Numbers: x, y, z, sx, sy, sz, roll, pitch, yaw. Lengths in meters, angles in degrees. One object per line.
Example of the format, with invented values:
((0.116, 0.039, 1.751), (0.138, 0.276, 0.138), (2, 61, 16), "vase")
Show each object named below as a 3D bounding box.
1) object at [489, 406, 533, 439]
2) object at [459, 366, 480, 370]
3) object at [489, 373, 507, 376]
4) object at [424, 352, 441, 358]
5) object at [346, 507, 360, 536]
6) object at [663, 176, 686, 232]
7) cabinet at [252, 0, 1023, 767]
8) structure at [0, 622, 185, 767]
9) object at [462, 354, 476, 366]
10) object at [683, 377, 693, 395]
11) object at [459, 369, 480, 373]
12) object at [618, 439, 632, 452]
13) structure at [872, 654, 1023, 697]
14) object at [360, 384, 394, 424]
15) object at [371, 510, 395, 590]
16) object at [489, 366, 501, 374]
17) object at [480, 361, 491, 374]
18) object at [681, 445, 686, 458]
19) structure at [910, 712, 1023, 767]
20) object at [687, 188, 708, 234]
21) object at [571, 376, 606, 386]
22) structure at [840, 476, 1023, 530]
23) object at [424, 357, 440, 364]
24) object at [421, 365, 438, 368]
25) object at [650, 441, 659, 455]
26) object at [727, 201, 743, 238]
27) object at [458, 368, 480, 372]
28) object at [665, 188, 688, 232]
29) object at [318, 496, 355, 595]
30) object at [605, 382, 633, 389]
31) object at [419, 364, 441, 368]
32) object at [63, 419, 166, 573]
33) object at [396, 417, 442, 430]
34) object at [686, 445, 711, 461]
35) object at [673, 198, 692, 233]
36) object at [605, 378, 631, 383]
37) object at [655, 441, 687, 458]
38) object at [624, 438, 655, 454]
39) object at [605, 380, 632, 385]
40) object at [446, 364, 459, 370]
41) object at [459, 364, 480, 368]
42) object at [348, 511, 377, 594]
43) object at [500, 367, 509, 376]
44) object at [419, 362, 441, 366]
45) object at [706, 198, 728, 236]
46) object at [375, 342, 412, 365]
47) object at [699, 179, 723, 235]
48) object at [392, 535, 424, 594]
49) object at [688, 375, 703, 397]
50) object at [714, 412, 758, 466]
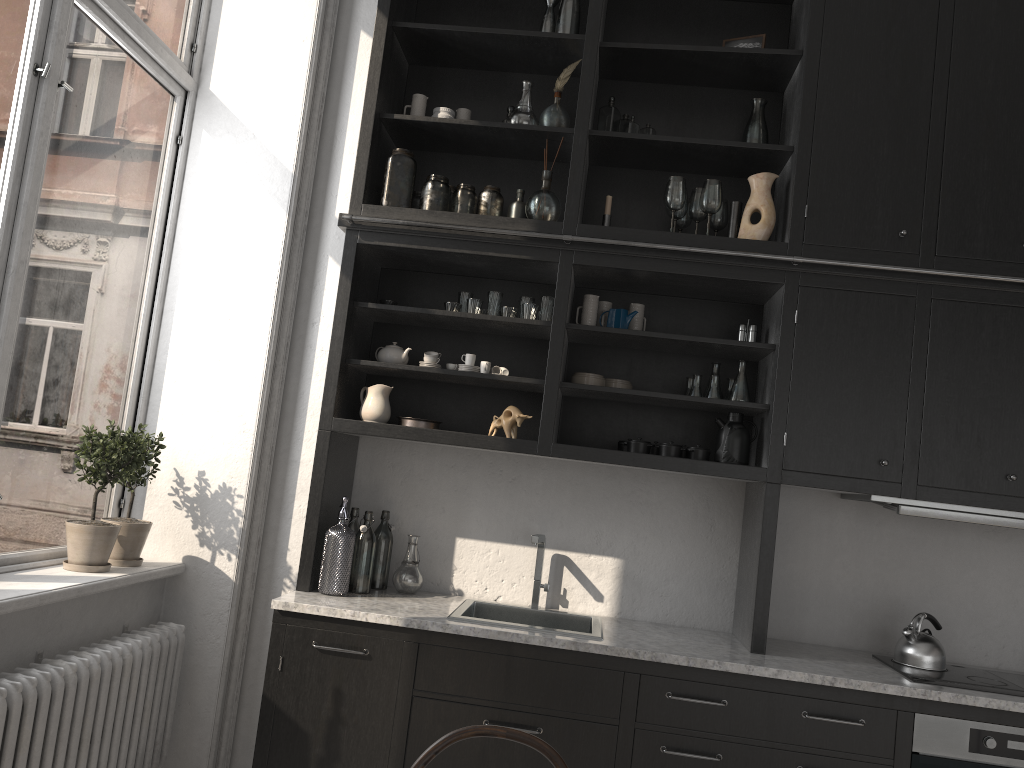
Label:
((-0.007, 0.141, 3.266), (0.173, 0.123, 0.070), (3, -7, 38), "object")
((-0.161, -0.054, 3.374), (0.085, 0.016, 0.085), (3, -7, 37), "object")
((-0.055, -0.027, 3.386), (0.085, 0.015, 0.085), (8, -6, -8), "object")
((-0.309, -0.104, 3.401), (0.058, 0.047, 0.055), (5, -6, 20), "object")
((-0.623, 0.627, 3.415), (0.086, 0.301, 0.086), (5, -6, 20), "object")
((0.595, -0.647, 3.258), (0.083, 0.221, 0.083), (3, -7, 37), "object")
((0.916, 0.090, 3.168), (3.250, 3.580, 0.635), (6, -5, 6), "cabinet")
((-1.399, 1.073, 2.539), (0.194, 0.552, 1.578), (6, -6, 6), "structure")
((-0.164, -0.086, 3.379), (0.049, 0.055, 0.039), (4, -6, 26), "object")
((0.683, 0.024, 3.413), (0.058, 0.094, 0.058), (9, -6, -17), "object")
((-0.163, -0.041, 3.373), (0.085, 0.015, 0.085), (8, -6, -8), "object")
((0.443, 0.236, 3.351), (0.088, 0.059, 0.104), (6, -6, 4), "object")
((1.595, 1.005, 3.013), (0.592, 0.011, 0.428), (6, -6, 6), "structure")
((-0.510, 0.076, 3.333), (0.115, 0.144, 0.127), (8, -6, -15), "object")
((-0.512, 0.646, 3.467), (0.086, 0.301, 0.086), (11, -7, -38), "object")
((-0.064, -0.046, 3.386), (0.049, 0.040, 0.056), (9, -6, -21), "object")
((-0.104, -0.057, 3.349), (0.039, 0.054, 0.049), (4, -6, 31), "object")
((0.645, 0.258, 3.331), (0.104, 0.059, 0.088), (10, -6, -31), "object")
((1.548, 1.395, 2.970), (0.622, 0.622, 0.619), (6, -5, 6), "structure")
((0.702, -0.625, 3.351), (0.083, 0.221, 0.083), (6, -5, 5), "object")
((-0.642, 0.518, 0.537), (0.792, 1.841, 5.833), (6, -6, 11), "object")
((1.670, 0.442, 3.195), (0.843, 0.123, 0.379), (6, -6, 6), "structure")
((-0.312, -0.084, 3.399), (0.056, 0.033, 0.058), (9, -6, -19), "object")
((-0.314, -0.057, 3.398), (0.085, 0.015, 0.085), (5, -6, 19), "object")
((0.540, 0.246, 3.338), (0.104, 0.059, 0.088), (3, -7, 34), "object")
((0.837, -0.591, 3.341), (0.046, 0.186, 0.046), (9, -6, -22), "object")
((-0.163, -0.048, 3.373), (0.085, 0.015, 0.085), (8, -6, -8), "object")
((0.620, -0.634, 3.359), (0.083, 0.221, 0.083), (7, -5, -2), "object")
((-0.624, 0.580, 3.203), (0.109, 0.349, 0.109), (8, -5, -13), "object")
((0.399, 0.020, 3.423), (0.132, 0.038, 0.132), (11, -7, -37), "object")
((-0.313, -0.063, 3.398), (0.085, 0.015, 0.085), (5, -6, 19), "object")
((-1.426, 0.392, 3.176), (0.234, 0.523, 0.500), (7, -5, -5), "object")
((-0.355, 0.155, 3.382), (0.180, 0.037, 0.180), (8, -6, -9), "object")
((0.672, 0.249, 3.207), (0.088, 0.059, 0.104), (5, -6, 14), "object")
((0.661, -0.616, 3.481), (0.083, 0.221, 0.083), (3, -7, 37), "object")
((0.401, 0.004, 3.425), (0.113, 0.036, 0.112), (12, -8, -41), "object")
((0.571, 0.236, 3.196), (0.104, 0.059, 0.088), (8, -6, -16), "object")
((0.461, 0.224, 3.215), (0.104, 0.059, 0.088), (7, -6, -6), "object")
((0.400, 0.012, 3.424), (0.124, 0.036, 0.124), (8, -6, -7), "object")
((-0.228, -0.058, 3.434), (0.058, 0.033, 0.056), (4, -6, 23), "object")
((-0.162, -0.061, 3.375), (0.085, 0.016, 0.085), (12, -8, -43), "object")
((-0.553, 0.626, 3.312), (0.086, 0.301, 0.086), (8, -5, -9), "object")
((-0.038, -0.047, 3.393), (0.048, 0.041, 0.058), (8, -6, -16), "object")
((-0.315, -0.071, 3.399), (0.085, 0.017, 0.085), (7, -6, 1), "object")
((0.793, -0.605, 3.438), (0.083, 0.221, 0.083), (6, -5, 5), "object")
((-0.463, -0.113, 3.445), (0.125, 0.100, 0.140), (8, -6, -13), "object")
((0.725, -0.632, 3.248), (0.083, 0.221, 0.083), (11, -7, -38), "object")
((-0.394, 0.696, 3.431), (0.120, 0.219, 0.132), (6, -5, 6), "object")
((0.688, 0.014, 3.311), (0.058, 0.094, 0.058), (2, -8, 45), "object")
((0.809, 0.200, 3.223), (0.129, 0.191, 0.124), (3, -6, 33), "object")
